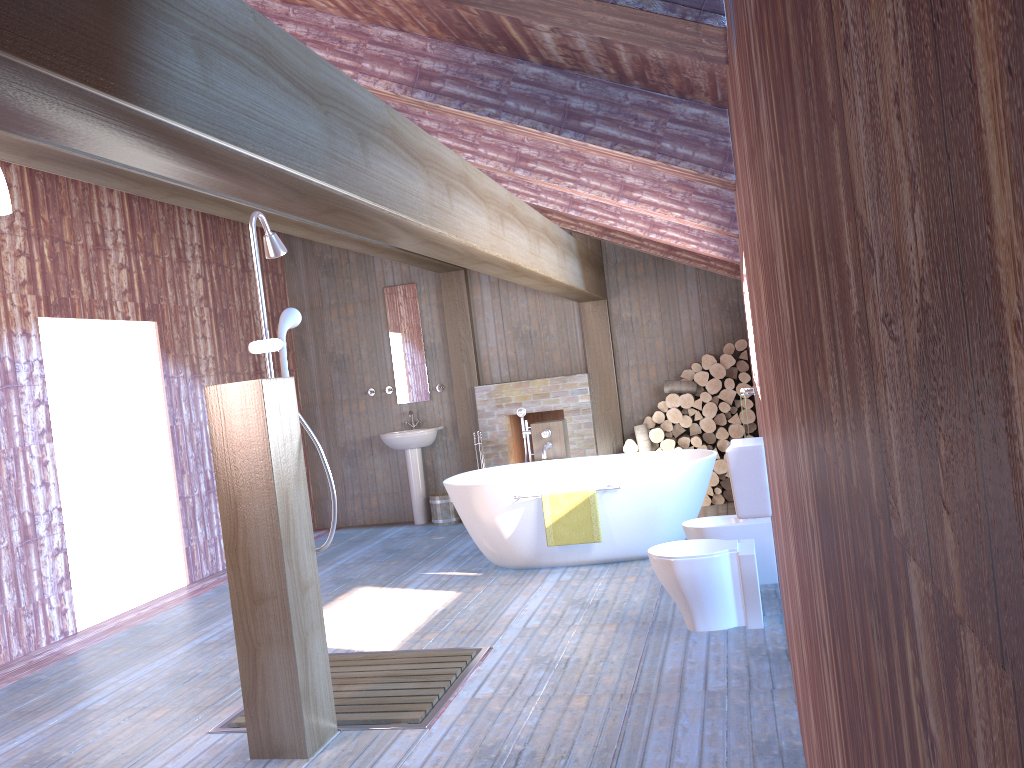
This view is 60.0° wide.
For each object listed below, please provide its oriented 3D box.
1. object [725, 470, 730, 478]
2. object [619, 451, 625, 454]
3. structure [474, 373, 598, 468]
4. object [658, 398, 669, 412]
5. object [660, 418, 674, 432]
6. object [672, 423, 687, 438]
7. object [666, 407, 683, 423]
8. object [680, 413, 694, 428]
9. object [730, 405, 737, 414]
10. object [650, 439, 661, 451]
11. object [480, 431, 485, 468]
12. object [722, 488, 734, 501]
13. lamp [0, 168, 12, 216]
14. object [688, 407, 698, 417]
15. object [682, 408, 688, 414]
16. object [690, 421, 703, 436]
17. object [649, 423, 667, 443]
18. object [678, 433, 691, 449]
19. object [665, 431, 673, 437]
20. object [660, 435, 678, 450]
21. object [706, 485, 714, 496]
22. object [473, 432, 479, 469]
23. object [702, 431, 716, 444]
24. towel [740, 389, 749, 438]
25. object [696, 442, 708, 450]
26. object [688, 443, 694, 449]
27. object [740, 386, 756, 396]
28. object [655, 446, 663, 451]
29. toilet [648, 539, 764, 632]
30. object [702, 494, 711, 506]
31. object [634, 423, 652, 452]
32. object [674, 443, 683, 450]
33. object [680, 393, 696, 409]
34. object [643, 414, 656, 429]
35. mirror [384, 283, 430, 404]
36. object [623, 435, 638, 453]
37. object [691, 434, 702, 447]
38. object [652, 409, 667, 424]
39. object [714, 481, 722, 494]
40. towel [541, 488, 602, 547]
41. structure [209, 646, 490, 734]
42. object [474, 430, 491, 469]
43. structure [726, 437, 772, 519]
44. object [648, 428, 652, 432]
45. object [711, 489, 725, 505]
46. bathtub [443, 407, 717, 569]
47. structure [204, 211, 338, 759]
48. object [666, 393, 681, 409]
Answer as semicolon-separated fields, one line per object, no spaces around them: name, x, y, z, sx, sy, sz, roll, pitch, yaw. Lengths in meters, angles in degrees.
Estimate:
object;2.030;0.804;8.083;0.169;0.152;0.481;-7;1;14
object;1.045;0.695;8.341;0.101;0.103;0.242;-7;1;15
structure;0.273;0.613;8.656;1.130;1.330;0.226;-7;1;14
object;1.411;0.196;8.186;0.106;0.112;0.282;-7;1;15
object;1.436;0.374;8.189;0.111;0.113;0.301;-7;1;13
object;1.560;0.411;8.250;0.128;0.150;0.323;-7;1;14
object;1.500;0.276;8.157;0.141;0.143;0.437;-7;1;12
object;1.602;0.329;8.132;0.115;0.123;0.291;-7;1;15
object;2.006;0.232;8.023;0.067;0.069;0.177;-7;1;14
object;1.329;0.551;8.308;0.121;0.124;0.291;-7;1;15
object;-0.233;0.881;8.478;0.126;0.871;0.206;-7;1;-33
object;2.002;1.002;8.170;0.116;0.118;0.289;-7;1;12
lamp;-2.401;-1.267;3.974;0.174;1.001;0.174;-7;1;-5
object;1.663;0.244;8.117;0.088;0.092;0.280;-7;1;15
object;1.586;0.245;8.121;0.057;0.061;0.156;-7;1;13
object;1.707;0.408;8.216;0.104;0.127;0.321;-7;1;15
object;1.356;0.450;8.202;0.138;0.147;0.440;-7;1;14
object;1.591;0.523;8.151;0.114;0.120;0.303;-7;1;15
object;1.452;0.454;8.188;0.064;0.068;0.174;-7;1;13
object;1.457;0.547;8.197;0.139;0.148;0.458;-7;1;14
object;1.785;0.936;8.116;0.107;0.125;0.423;-7;1;13
object;-0.373;0.885;8.525;0.136;0.846;0.062;-7;1;-5
object;1.820;0.482;8.192;0.116;0.118;0.289;-7;1;12
towel;1.507;0.218;5.738;0.032;0.361;0.370;-7;1;14
object;1.739;0.599;8.118;0.111;0.113;0.301;-7;1;12
object;1.631;0.596;8.143;0.086;0.089;0.279;-7;1;12
object;1.521;0.048;5.723;0.091;0.043;0.581;-7;1;15
object;1.353;0.654;8.236;0.155;0.174;0.483;-7;1;12
toilet;0.981;1.025;4.517;0.534;0.400;0.375;-7;1;15
object;1.756;1.026;8.145;0.139;0.137;0.455;-7;1;12
object;1.194;0.513;8.068;0.147;0.298;0.109;-7;1;17
object;1.540;0.605;8.159;0.098;0.100;0.437;-7;1;12
object;1.610;0.139;8.131;0.138;0.147;0.440;-7;1;14
object;1.282;0.348;8.258;0.114;0.113;0.301;-7;1;12
mirror;-1.068;-0.408;9.015;0.350;1.199;0.009;-7;1;14
object;1.122;0.559;8.274;0.139;0.137;0.455;-7;1;12
object;1.689;0.508;8.121;0.098;0.100;0.437;-7;1;12
object;1.366;0.293;8.186;0.115;0.123;0.291;-7;1;15
object;1.881;0.942;8.088;0.065;0.071;0.378;-7;1;14
towel;0.398;0.891;5.917;0.370;0.361;0.032;-7;1;10
structure;-0.708;1.451;4.187;1.000;0.067;1.000;-7;1;14
object;-0.292;0.885;8.558;0.333;0.888;0.276;-7;1;-34
structure;1.182;0.464;4.439;0.182;0.363;0.358;-7;1;15
object;1.263;0.434;8.337;0.108;0.113;0.302;-7;1;14
object;1.870;1.023;8.074;0.114;0.113;0.301;-7;1;12
bathtub;0.467;0.711;6.482;1.935;1.109;1.460;-6;1;36
structure;-0.950;0.365;3.642;0.328;2.209;0.522;-6;1;35
object;1.498;0.138;8.158;0.135;0.145;0.439;-7;1;14
